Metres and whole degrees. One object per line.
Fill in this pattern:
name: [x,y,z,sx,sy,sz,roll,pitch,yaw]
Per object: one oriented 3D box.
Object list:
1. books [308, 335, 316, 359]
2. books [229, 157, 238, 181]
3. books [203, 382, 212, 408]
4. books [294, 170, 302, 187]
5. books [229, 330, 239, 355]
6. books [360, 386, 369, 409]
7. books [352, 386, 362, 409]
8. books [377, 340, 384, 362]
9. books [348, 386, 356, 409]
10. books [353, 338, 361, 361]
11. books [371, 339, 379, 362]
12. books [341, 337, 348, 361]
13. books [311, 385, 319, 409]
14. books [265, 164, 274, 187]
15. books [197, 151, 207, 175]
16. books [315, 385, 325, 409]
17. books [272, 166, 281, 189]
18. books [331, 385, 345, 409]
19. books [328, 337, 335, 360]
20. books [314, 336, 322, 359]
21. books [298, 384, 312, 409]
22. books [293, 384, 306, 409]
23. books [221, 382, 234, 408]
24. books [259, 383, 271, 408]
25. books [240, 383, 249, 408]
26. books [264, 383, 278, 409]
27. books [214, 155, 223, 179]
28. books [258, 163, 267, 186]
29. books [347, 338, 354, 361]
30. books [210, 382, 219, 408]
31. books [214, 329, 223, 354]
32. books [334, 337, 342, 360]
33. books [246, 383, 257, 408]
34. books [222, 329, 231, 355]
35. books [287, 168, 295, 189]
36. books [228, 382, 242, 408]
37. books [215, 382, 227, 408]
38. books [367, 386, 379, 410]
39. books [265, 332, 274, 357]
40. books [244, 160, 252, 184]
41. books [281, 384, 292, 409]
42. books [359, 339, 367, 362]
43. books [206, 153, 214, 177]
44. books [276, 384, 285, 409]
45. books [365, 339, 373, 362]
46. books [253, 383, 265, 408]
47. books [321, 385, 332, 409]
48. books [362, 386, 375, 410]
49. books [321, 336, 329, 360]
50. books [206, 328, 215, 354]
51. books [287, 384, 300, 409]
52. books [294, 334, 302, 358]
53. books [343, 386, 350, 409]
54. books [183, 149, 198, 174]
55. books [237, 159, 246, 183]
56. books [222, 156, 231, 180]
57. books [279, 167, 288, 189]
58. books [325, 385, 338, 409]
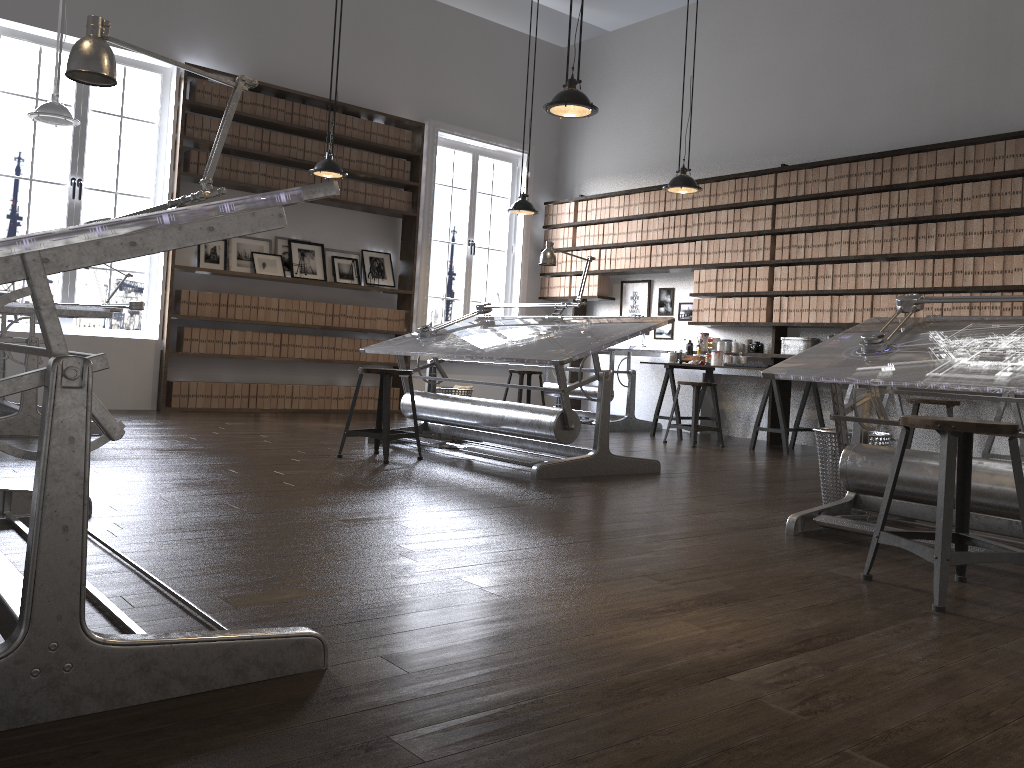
books: [-1.976,-0.359,8.564,0.066,0.226,0.174,4,-1,-39]
books: [-2.560,-1.932,8.046,0.066,0.226,0.175,4,-1,-39]
books: [-2.759,0.096,7.932,0.066,0.226,0.175,4,-1,-39]
books: [-2.074,-1.914,8.436,0.067,0.226,0.175,4,-1,-39]
books: [-2.566,-0.380,8.076,0.066,0.226,0.175,4,-1,-39]
books: [-1.527,0.140,8.943,0.066,0.226,0.174,4,-1,-39]
books: [-1.582,0.138,8.898,0.066,0.226,0.175,4,-1,-39]
books: [-1.381,-0.337,9.043,0.067,0.226,0.175,4,-1,-39]
books: [-1.630,0.136,8.851,0.067,0.226,0.175,4,-1,-39]
books: [-1.595,-0.345,8.874,0.066,0.226,0.175,4,-1,-39]
books: [-1.436,-0.339,9.004,0.066,0.226,0.175,4,-1,-39]
books: [-1.701,-0.349,8.784,0.066,0.226,0.174,4,-1,-39]
books: [-1.948,0.125,8.590,0.067,0.226,0.175,4,-1,-39]
books: [-2.297,-1.923,8.261,0.066,0.226,0.175,4,-1,-39]
books: [-2.779,-1.940,7.860,0.067,0.226,0.175,4,-1,-39]
books: [-1.899,0.127,8.640,0.066,0.226,0.174,4,-1,-39]
books: [-2.244,-1.921,8.306,0.066,0.226,0.174,4,-1,-39]
books: [-1.732,0.133,8.771,0.066,0.226,0.175,4,-1,-39]
books: [-1.811,-0.353,8.690,0.067,0.226,0.175,4,-1,-39]
books: [-1.921,-0.357,8.607,0.066,0.226,0.175,4,-1,-39]
books: [-2.002,0.123,8.552,0.066,0.226,0.175,4,-1,-39]
books: [-2.050,0.121,8.510,0.066,0.226,0.175,4,-1,-39]
books: [-2.601,0.102,8.062,0.066,0.226,0.174,4,-1,-39]
books: [-2.325,0.111,8.287,0.066,0.226,0.175,4,-1,-39]
books: [-2.492,0.105,8.153,0.066,0.226,0.175,4,-1,-39]
books: [-2.273,0.114,8.323,0.067,0.226,0.175,4,-1,-39]
books: [-2.666,-1.936,7.953,0.066,0.226,0.174,4,-1,-39]
books: [-2.348,-1.924,8.213,0.067,0.226,0.175,4,-1,-39]
books: [-1.650,-0.347,8.832,0.066,0.226,0.174,4,-1,-39]
books: [-2.704,0.098,7.970,0.067,0.226,0.175,4,-1,-39]
books: [-2.677,-0.384,7.987,0.066,0.226,0.175,4,-1,-39]
books: [-1.755,-0.351,8.736,0.066,0.226,0.175,4,-1,-39]
books: [-2.430,0.108,8.196,0.067,0.226,0.175,4,-1,-39]
books: [-2.620,-0.382,8.029,0.067,0.226,0.175,4,-1,-39]
books: [-2.130,-1.916,8.391,0.066,0.226,0.175,4,-1,-39]
books: [-2.544,0.104,8.104,0.066,0.226,0.174,4,-1,-39]
books: [-2.656,0.100,8.018,0.066,0.226,0.175,4,-1,-39]
books: [-1.418,0.144,9.033,0.066,0.226,0.175,4,-1,-39]
books: [-2.303,-0.370,8.289,0.066,0.226,0.174,4,-1,-39]
books: [-2.455,-1.928,8.130,0.066,0.226,0.175,4,-1,-39]
books: [-2.163,0.117,8.417,0.066,0.226,0.174,4,-1,-39]
books: [-1.538,-0.343,8.916,0.067,0.226,0.175,4,-1,-39]
books: [-2.724,-1.938,7.912,0.066,0.226,0.175,4,-1,-39]
books: [-2.217,0.116,8.369,0.066,0.226,0.175,4,-1,-39]
books: [-1.483,-0.341,8.963,0.066,0.226,0.175,4,-1,-39]
books: [-2.377,0.110,8.247,0.066,0.226,0.175,4,-1,-39]
books: [-1.844,0.129,8.682,0.066,0.226,0.175,4,-1,-39]
books: [-1.470,0.142,8.985,0.066,0.226,0.174,4,-1,-39]
books: [-1.862,-0.355,8.654,0.066,0.226,0.175,4,-1,-39]
books: [-2.732,-0.386,7.944,0.066,0.226,0.174,4,-1,-39]
books: [-2.105,0.119,8.463,0.067,0.226,0.175,4,-1,-39]
books: [-2.081,-0.362,8.469,0.066,0.226,0.175,4,-1,-39]
books: [-1.685,0.134,8.812,0.066,0.226,0.175,4,-1,-39]
books: [-2.839,-1.942,7.818,0.066,0.226,0.175,4,-1,-39]
books: [-2.504,-1.930,8.084,0.067,0.226,0.175,4,-1,-39]
books: [-2.614,-1.934,8.001,0.066,0.226,0.174,4,-1,-39]
books: [-2.188,-1.919,8.347,0.066,0.226,0.174,4,-1,-39]
books: [-1.787,0.131,8.724,0.067,0.226,0.175,4,-1,-39]
